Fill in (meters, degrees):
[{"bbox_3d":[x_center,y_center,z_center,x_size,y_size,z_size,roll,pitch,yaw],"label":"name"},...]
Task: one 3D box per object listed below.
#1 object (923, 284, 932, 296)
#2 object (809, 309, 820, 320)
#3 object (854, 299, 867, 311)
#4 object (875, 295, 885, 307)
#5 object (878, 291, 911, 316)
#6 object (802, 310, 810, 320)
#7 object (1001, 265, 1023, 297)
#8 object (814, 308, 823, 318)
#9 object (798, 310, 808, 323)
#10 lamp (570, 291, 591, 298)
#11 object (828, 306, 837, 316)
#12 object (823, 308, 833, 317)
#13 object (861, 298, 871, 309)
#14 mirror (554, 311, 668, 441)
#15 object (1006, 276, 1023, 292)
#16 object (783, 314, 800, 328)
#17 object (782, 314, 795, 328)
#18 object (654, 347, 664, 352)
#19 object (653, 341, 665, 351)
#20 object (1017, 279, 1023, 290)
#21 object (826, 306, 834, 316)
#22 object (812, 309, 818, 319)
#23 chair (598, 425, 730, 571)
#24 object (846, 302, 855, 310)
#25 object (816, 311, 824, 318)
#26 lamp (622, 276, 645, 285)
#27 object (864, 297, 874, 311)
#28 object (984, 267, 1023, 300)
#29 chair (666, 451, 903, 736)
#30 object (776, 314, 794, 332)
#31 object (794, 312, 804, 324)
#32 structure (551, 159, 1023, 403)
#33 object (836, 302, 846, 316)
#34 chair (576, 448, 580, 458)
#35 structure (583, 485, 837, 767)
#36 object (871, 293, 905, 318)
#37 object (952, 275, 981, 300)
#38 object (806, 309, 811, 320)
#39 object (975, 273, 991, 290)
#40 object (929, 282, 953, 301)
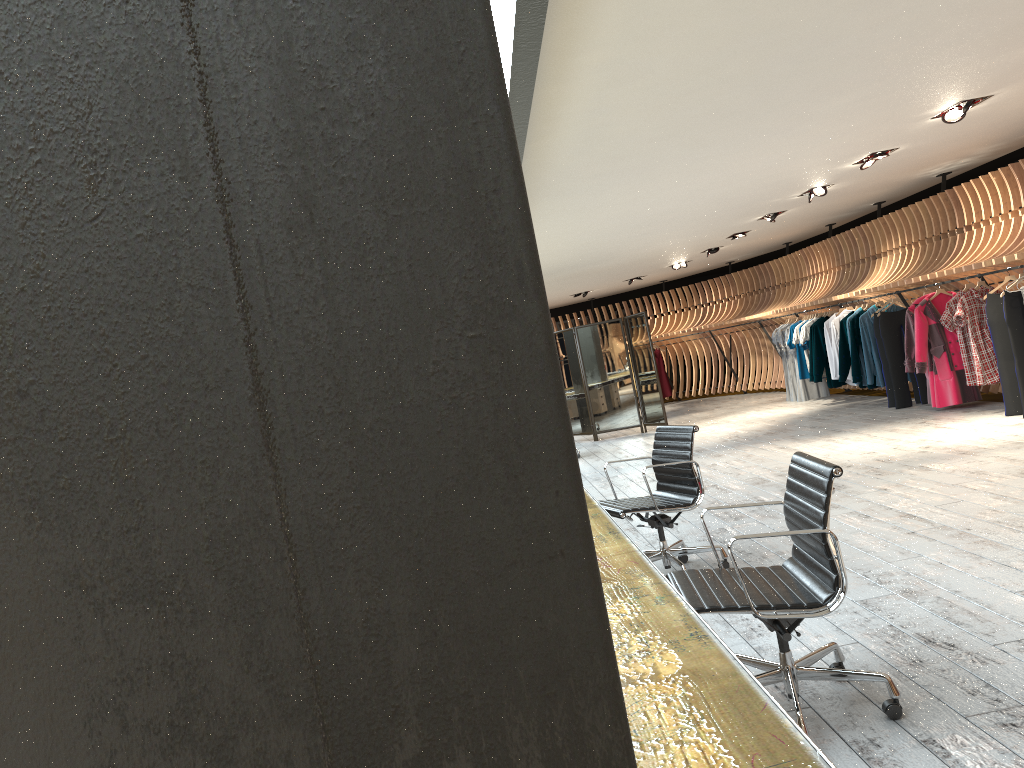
[{"bbox_3d":[4.821,-1.018,10.268,0.525,0.270,0.012,-11,0,-2],"label":"object"},{"bbox_3d":[4.747,-1.040,13.900,0.524,0.290,0.013,-11,0,-7],"label":"object"},{"bbox_3d":[4.774,-1.031,12.173,0.525,0.270,0.012,-11,0,3],"label":"object"},{"bbox_3d":[4.789,-1.028,11.535,0.525,0.270,0.012,-11,0,8],"label":"object"},{"bbox_3d":[4.799,-1.022,11.055,0.525,0.270,0.012,-11,0,3],"label":"object"},{"bbox_3d":[4.723,-1.046,14.227,0.524,0.270,0.012,-11,0,23],"label":"object"},{"bbox_3d":[4.886,-1.007,8.448,0.525,0.270,0.012,-11,0,-2],"label":"object"},{"bbox_3d":[4.727,-1.043,13.681,0.525,0.270,0.012,-11,0,-17],"label":"object"},{"bbox_3d":[4.691,-1.031,14.092,0.523,0.288,0.015,-11,0,8],"label":"object"},{"bbox_3d":[1.511,-2.023,19.395,0.492,0.294,0.270,-10,0,43],"label":"lamp"},{"bbox_3d":[4.748,-1.035,13.114,0.525,0.270,0.012,-11,0,3],"label":"object"},{"bbox_3d":[4.744,-1.036,13.323,0.525,0.270,0.012,-11,0,-2],"label":"object"},{"bbox_3d":[4.775,-1.031,11.969,0.525,0.270,0.012,-11,0,-2],"label":"object"},{"bbox_3d":[1.550,-0.070,14.368,2.108,1.892,0.444,-11,0,39],"label":"mirror"},{"bbox_3d":[4.877,-1.019,8.229,0.548,0.243,0.023,-10,0,35],"label":"object"},{"bbox_3d":[4.693,-1.047,14.707,0.525,0.270,0.012,-11,0,13],"label":"object"},{"bbox_3d":[4.682,-1.047,14.843,0.525,0.270,0.012,-11,0,-12],"label":"object"},{"bbox_3d":[3.113,-0.804,19.787,0.525,0.270,0.012,-11,0,-2],"label":"object"},{"bbox_3d":[3.171,-0.815,19.705,0.526,0.270,0.012,-11,0,-27],"label":"object"},{"bbox_3d":[4.881,-1.014,8.133,0.549,0.250,0.023,-11,0,0],"label":"object"},{"bbox_3d":[4.758,-1.038,13.242,0.525,0.270,0.012,-11,0,-2],"label":"object"},{"bbox_3d":[4.740,-1.036,13.795,0.524,0.285,0.013,-11,0,-7],"label":"object"},{"bbox_3d":[0.795,0.716,5.154,0.668,0.859,0.692,-11,0,-26],"label":"chair"},{"bbox_3d":[4.767,-1.039,12.507,0.525,0.270,0.012,-11,0,-2],"label":"object"},{"bbox_3d":[4.719,-1.029,13.508,0.524,0.284,0.014,-11,0,8],"label":"object"},{"bbox_3d":[2.510,-2.201,18.180,0.270,0.292,0.492,-11,0,-34],"label":"lamp"},{"bbox_3d":[4.797,-1.032,11.859,0.525,0.270,0.012,-11,0,-2],"label":"object"},{"bbox_3d":[4.872,-1.007,8.661,0.524,0.270,0.012,-10,0,38],"label":"object"},{"bbox_3d":[0.861,0.729,3.078,0.668,0.859,0.693,-11,0,-6],"label":"chair"},{"bbox_3d":[4.685,-1.049,14.988,0.525,0.270,0.012,-11,0,13],"label":"object"},{"bbox_3d":[4.717,-1.050,14.534,0.525,0.270,0.012,-11,0,-17],"label":"object"},{"bbox_3d":[-1.501,0.289,4.655,14.883,2.440,36.552,-11,1,-2],"label":"structure"},{"bbox_3d":[4.760,-1.040,12.741,0.525,0.270,0.012,-11,0,3],"label":"object"},{"bbox_3d":[0.540,0.674,12.573,0.668,0.859,0.693,-11,0,-6],"label":"chair"},{"bbox_3d":[-2.096,1.234,8.700,4.836,0.844,18.474,-11,1,-2],"label":"structure"},{"bbox_3d":[4.804,-1.025,11.236,0.524,0.270,0.012,-11,0,23],"label":"object"},{"bbox_3d":[4.846,-1.013,9.375,0.525,0.270,0.012,-11,0,-2],"label":"object"},{"bbox_3d":[4.720,-1.042,13.986,0.525,0.270,0.012,-11,0,3],"label":"object"},{"bbox_3d":[4.847,-1.003,9.162,0.524,0.286,0.015,-11,0,-17],"label":"object"},{"bbox_3d":[4.849,-1.021,10.024,0.525,0.270,0.012,-11,0,8],"label":"object"}]
